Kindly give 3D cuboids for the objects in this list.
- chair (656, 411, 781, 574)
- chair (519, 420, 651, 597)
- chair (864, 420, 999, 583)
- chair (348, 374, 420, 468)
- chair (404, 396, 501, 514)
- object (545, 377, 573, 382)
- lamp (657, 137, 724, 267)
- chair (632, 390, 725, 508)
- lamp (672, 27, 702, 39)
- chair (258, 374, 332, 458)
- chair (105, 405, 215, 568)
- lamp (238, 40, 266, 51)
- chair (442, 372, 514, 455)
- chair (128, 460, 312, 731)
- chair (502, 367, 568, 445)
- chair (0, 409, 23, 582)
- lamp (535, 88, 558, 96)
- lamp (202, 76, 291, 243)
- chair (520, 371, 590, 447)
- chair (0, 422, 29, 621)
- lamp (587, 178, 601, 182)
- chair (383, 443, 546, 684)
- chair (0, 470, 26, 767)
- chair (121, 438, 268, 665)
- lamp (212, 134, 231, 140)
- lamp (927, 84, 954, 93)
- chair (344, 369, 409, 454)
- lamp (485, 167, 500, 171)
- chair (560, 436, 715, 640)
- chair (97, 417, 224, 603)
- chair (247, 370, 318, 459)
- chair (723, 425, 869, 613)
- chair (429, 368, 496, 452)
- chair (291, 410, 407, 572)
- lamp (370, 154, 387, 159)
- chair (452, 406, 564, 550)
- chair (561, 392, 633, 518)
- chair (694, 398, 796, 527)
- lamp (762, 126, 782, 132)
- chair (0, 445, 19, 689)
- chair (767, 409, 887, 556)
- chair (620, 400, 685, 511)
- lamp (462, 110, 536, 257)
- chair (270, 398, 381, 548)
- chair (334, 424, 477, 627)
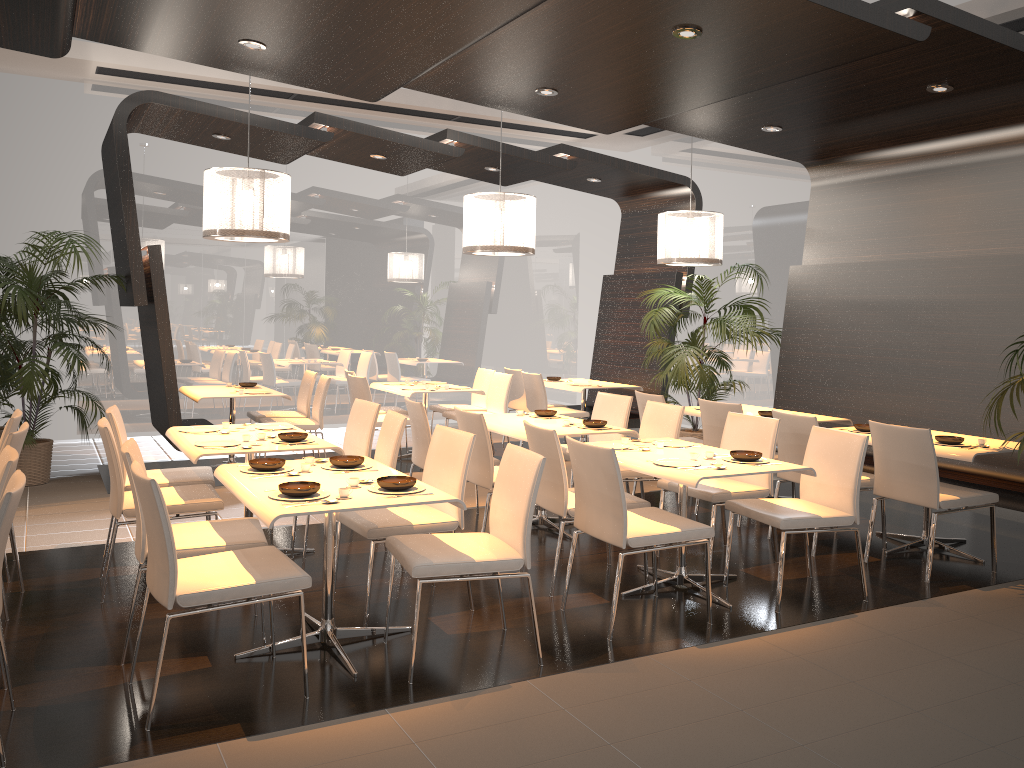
[{"bbox_3d":[1.276,0.637,5.404,0.605,0.874,0.485,0,1,-31],"label":"chair"},{"bbox_3d":[0.388,0.656,4.925,0.605,0.874,0.485,1,1,-21],"label":"chair"},{"bbox_3d":[2.508,0.666,5.320,0.605,0.869,0.485,0,1,-26],"label":"chair"},{"bbox_3d":[-1.227,0.351,8.385,0.605,0.874,0.485,0,1,-31],"label":"chair"},{"bbox_3d":[-0.440,0.537,6.188,0.605,0.869,0.485,1,1,-21],"label":"chair"},{"bbox_3d":[0.515,-0.055,10.039,0.303,0.044,0.366,-1,5,-29],"label":"object"},{"bbox_3d":[1.753,-2.128,8.633,0.627,1.930,0.627,1,0,4],"label":"lamp"},{"bbox_3d":[1.328,0.503,7.121,0.605,0.874,0.485,1,1,-21],"label":"chair"},{"bbox_3d":[0.954,-1.923,4.811,0.161,0.050,0.162,-1,4,-23],"label":"lamp"},{"bbox_3d":[-1.958,0.365,7.988,0.605,0.869,0.485,1,1,-21],"label":"chair"},{"bbox_3d":[-2.100,0.575,5.275,0.605,0.869,0.485,1,1,-21],"label":"chair"},{"bbox_3d":[-1.526,-2.004,5.193,0.160,0.050,0.161,-2,5,-34],"label":"lamp"},{"bbox_3d":[-0.332,0.328,8.883,0.605,0.869,0.485,0,1,-26],"label":"chair"},{"bbox_3d":[-1.140,0.742,3.402,0.605,0.869,0.485,0,1,-31],"label":"chair"},{"bbox_3d":[0.242,0.258,9.923,0.605,0.869,0.485,0,1,-26],"label":"chair"},{"bbox_3d":[-2.990,0.598,4.758,0.605,0.869,0.485,0,1,-26],"label":"chair"},{"bbox_3d":[0.240,-2.043,6.141,0.161,0.050,0.162,-1,4,-23],"label":"lamp"},{"bbox_3d":[-1.971,-2.047,6.633,0.627,1.930,0.627,1,0,0],"label":"lamp"},{"bbox_3d":[0.432,0.312,9.304,0.605,0.874,0.485,0,1,-26],"label":"chair"},{"bbox_3d":[-2.666,0.647,4.219,0.605,0.869,0.485,1,1,-21],"label":"chair"},{"bbox_3d":[0.917,-2.295,9.885,0.161,0.056,0.162,-2,5,-34],"label":"lamp"},{"bbox_3d":[-0.198,0.728,3.826,0.605,0.869,0.485,1,1,-21],"label":"chair"},{"bbox_3d":[-1.947,0.768,2.895,0.605,0.874,0.485,0,1,-26],"label":"chair"},{"bbox_3d":[-1.419,0.695,3.934,0.605,0.869,0.485,1,1,-21],"label":"chair"},{"bbox_3d":[-2.623,-2.245,7.983,0.160,0.054,0.161,-1,4,-23],"label":"lamp"},{"bbox_3d":[2.813,-1.955,5.810,0.161,0.050,0.162,-1,4,-23],"label":"lamp"},{"bbox_3d":[-1.408,0.291,9.063,0.605,0.869,0.485,1,1,-21],"label":"chair"},{"bbox_3d":[-0.206,-2.271,9.282,0.161,0.056,0.162,-2,5,-34],"label":"lamp"},{"bbox_3d":[0.599,0.707,4.336,0.605,0.874,0.485,0,1,-26],"label":"chair"},{"bbox_3d":[-1.878,0.625,4.699,0.605,0.869,0.485,0,1,-26],"label":"chair"},{"bbox_3d":[-2.220,0.316,8.569,0.605,0.874,0.485,0,1,-26],"label":"chair"},{"bbox_3d":[1.541,0.693,4.761,0.605,0.874,0.485,1,1,-21],"label":"chair"},{"bbox_3d":[-0.522,0.277,9.501,0.605,0.874,0.485,0,1,-26],"label":"chair"},{"bbox_3d":[-0.937,0.613,5.124,0.605,0.874,0.485,1,1,-21],"label":"chair"},{"bbox_3d":[-1.312,-2.247,8.688,0.161,0.056,0.162,-2,5,-34],"label":"lamp"},{"bbox_3d":[-0.042,0.592,5.625,0.605,0.874,0.485,0,1,-26],"label":"chair"},{"bbox_3d":[0.561,0.516,6.718,0.605,0.869,0.485,0,1,-31],"label":"chair"},{"bbox_3d":[1.733,0.553,6.587,0.605,0.874,0.485,0,1,-31],"label":"chair"},{"bbox_3d":[2.099,-2.074,7.140,0.161,0.050,0.162,-1,4,-23],"label":"lamp"},{"bbox_3d":[-2.270,0.719,3.434,0.605,0.874,0.485,0,1,-31],"label":"chair"},{"bbox_3d":[2.064,0.618,5.824,0.605,0.869,0.485,1,1,-21],"label":"chair"},{"bbox_3d":[0.826,0.573,6.074,0.605,0.869,0.485,0,1,-26],"label":"chair"},{"bbox_3d":[-0.094,-2.087,7.641,0.627,1.930,0.627,1,0,0],"label":"lamp"},{"bbox_3d":[-1.201,0.555,5.767,0.605,0.869,0.485,0,1,-31],"label":"chair"},{"bbox_3d":[-0.531,0.676,4.433,0.605,0.874,0.485,0,1,-31],"label":"chair"}]
